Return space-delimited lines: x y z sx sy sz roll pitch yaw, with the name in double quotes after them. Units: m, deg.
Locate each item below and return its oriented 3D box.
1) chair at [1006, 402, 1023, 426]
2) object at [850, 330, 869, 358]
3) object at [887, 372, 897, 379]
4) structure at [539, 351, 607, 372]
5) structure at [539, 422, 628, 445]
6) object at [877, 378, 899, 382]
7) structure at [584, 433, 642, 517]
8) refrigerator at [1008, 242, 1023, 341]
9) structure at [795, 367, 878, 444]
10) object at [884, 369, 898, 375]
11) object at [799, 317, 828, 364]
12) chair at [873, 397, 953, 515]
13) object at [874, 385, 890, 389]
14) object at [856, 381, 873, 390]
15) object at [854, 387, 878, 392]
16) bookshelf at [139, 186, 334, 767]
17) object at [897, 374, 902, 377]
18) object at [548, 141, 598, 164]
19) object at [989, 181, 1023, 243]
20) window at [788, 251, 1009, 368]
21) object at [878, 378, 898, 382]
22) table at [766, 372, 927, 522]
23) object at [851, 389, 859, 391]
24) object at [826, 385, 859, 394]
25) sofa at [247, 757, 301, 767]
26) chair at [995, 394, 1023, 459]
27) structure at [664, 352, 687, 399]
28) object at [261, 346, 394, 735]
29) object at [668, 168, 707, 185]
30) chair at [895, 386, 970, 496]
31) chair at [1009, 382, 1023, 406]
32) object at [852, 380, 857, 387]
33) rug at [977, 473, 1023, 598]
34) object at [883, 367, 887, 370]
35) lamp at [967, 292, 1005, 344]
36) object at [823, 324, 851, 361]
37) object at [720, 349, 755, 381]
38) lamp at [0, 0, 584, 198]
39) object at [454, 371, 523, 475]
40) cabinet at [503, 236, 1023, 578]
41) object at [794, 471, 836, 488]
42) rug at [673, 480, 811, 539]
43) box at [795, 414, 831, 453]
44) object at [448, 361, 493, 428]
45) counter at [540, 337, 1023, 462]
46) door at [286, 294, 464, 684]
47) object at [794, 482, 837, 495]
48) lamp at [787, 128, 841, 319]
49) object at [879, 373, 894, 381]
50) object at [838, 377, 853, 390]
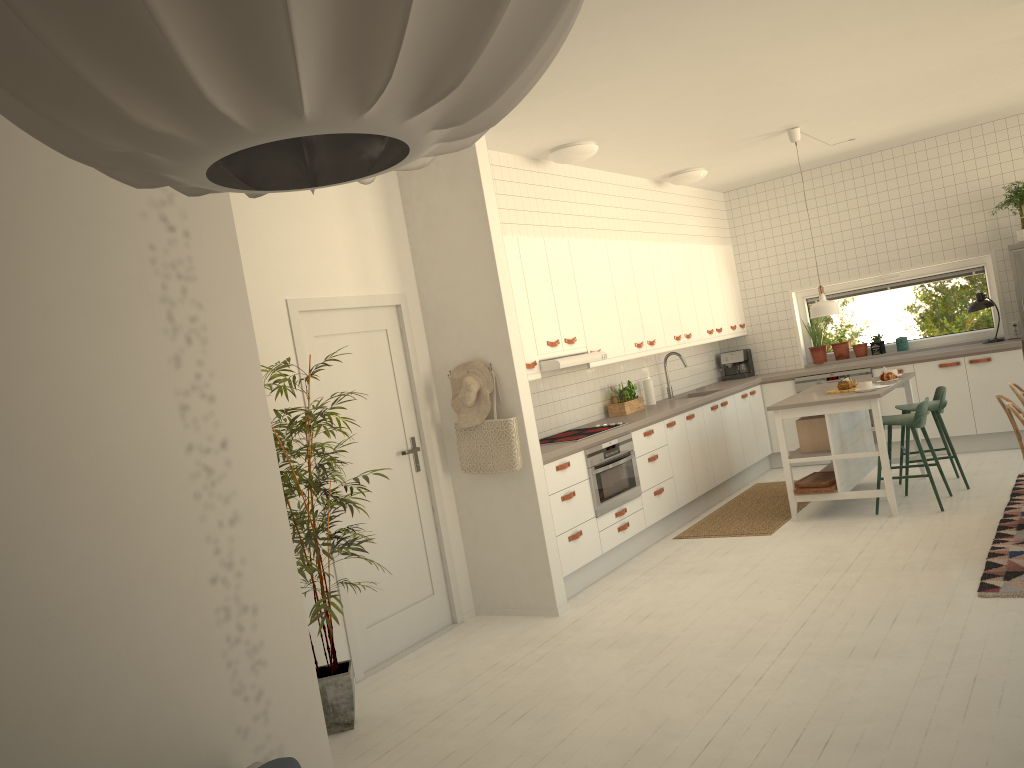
2.952 0.465 4.688 0.483 0.810 0.386 -9 1 31 "chair"
3.495 -0.405 8.884 0.194 0.277 0.177 -10 1 1 "object"
2.936 -0.063 6.857 0.060 0.059 0.074 -10 1 3 "object"
0.308 -0.144 6.242 0.482 0.073 0.681 -9 2 34 "structure"
0.431 0.368 6.215 0.504 0.057 0.764 -9 2 34 "structure"
2.903 -0.027 6.855 0.167 0.005 0.167 -9 1 29 "object"
0.443 0.654 6.253 0.703 0.447 0.682 -9 1 34 "structure"
5.003 -0.419 7.498 1.145 1.777 0.559 -9 1 34 "refrigerator"
3.281 0.210 8.718 0.705 0.710 0.704 -9 1 34 "structure"
2.994 -0.080 7.006 0.094 0.060 0.098 -9 1 31 "object"
3.143 -0.461 9.118 0.300 0.499 0.334 -10 1 17 "object"
2.810 0.498 6.327 0.445 0.752 0.485 -9 1 33 "chair"
2.667 0.024 6.462 0.167 0.005 0.167 -9 1 29 "object"
2.530 0.015 6.351 0.098 0.064 0.094 -10 1 -8 "object"
2.537 0.042 6.351 0.160 0.020 0.160 -10 1 -1 "object"
-0.948 0.167 2.270 0.709 2.900 0.249 -9 1 34 "bookshelf"
2.997 -0.054 7.005 0.160 0.020 0.160 -9 1 30 "object"
0.427 -1.585 6.130 0.351 0.101 0.351 -10 1 -14 "object"
4.401 -1.496 7.639 0.468 0.545 0.474 -11 1 -42 "object"
3.778 -0.703 8.754 1.897 0.816 0.294 -9 1 34 "window"
2.904 -0.029 6.858 0.120 0.005 0.122 -11 2 -38 "object"
2.647 0.460 6.858 0.794 0.864 1.425 -9 1 34 "table"
2.495 0.041 6.395 0.132 0.011 0.027 -10 1 -17 "object"
2.523 0.039 6.643 0.307 0.019 0.237 -11 2 -40 "object"
-0.513 1.196 1.104 0.963 0.773 1.604 -9 1 34 "sofa"
3.150 0.419 5.157 0.483 0.810 0.386 -10 1 16 "chair"
1.509 -0.087 8.147 0.236 0.421 0.063 -9 1 41 "structure"
-1.024 0.757 3.472 0.778 1.711 2.089 -10 1 15 "object"
1.557 -1.825 7.855 0.351 0.101 0.351 -10 1 -14 "object"
3.176 0.422 6.821 0.445 0.752 0.485 -10 1 19 "chair"
3.455 0.356 5.563 0.483 0.810 0.386 -9 1 36 "chair"
2.538 -0.003 6.643 0.083 0.057 0.072 -9 1 40 "object"
3.762 0.729 5.033 1.748 0.035 3.027 -9 2 34 "rug"
2.983 -0.096 7.027 0.028 0.086 0.102 -10 1 -15 "object"
4.288 -0.602 8.063 0.262 0.465 0.239 -11 1 -27 "lamp"
3.333 -0.429 9.015 0.234 0.370 0.258 -11 1 -44 "object"
2.348 -0.199 9.374 0.316 0.292 0.280 -9 1 35 "object"
-0.257 -0.768 0.651 0.536 1.229 0.536 -10 1 -22 "lamp"
-0.162 0.236 5.282 0.439 0.612 0.093 -9 1 33 "object"
2.110 -0.273 6.823 2.851 2.159 4.848 -9 1 34 "cabinet"
2.301 0.708 6.611 0.280 0.030 0.431 -9 2 42 "object"
2.051 0.994 7.251 0.749 0.004 2.001 -9 2 34 "rug"
2.308 0.355 6.632 0.236 0.242 0.357 -9 1 35 "box"
-0.253 0.061 5.275 0.335 0.385 0.136 -9 1 34 "object"
2.181 0.119 6.828 2.855 0.163 4.848 -9 2 34 "counter"
-0.779 0.515 5.033 0.166 2.033 0.956 -9 1 34 "door"
2.279 0.744 6.539 0.280 0.030 0.431 -9 2 34 "object"
2.281 -1.256 6.808 0.229 1.490 0.230 -9 1 34 "lamp"
2.883 -0.053 6.854 0.070 0.060 0.131 -10 1 -18 "object"
2.474 -0.004 6.588 0.086 0.087 0.090 -9 1 41 "object"
